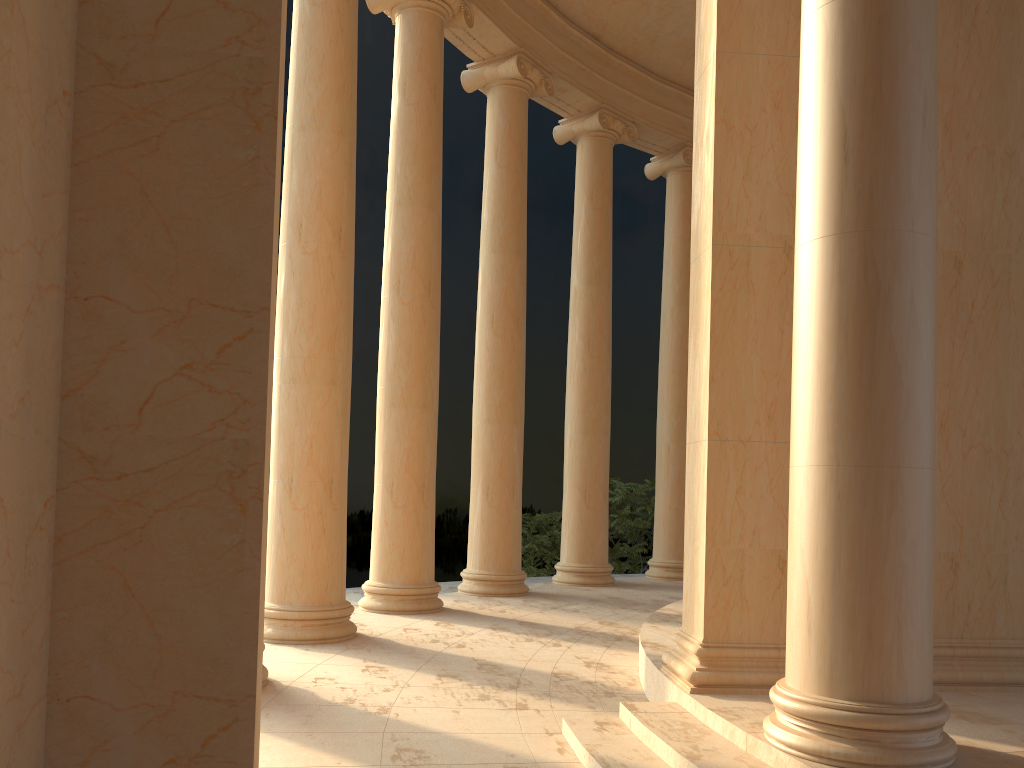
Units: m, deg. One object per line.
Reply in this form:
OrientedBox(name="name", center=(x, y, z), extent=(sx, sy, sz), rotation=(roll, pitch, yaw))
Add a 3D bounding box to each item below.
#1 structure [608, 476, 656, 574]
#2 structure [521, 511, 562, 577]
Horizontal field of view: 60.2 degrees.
OrientedBox(name="structure", center=(224.426, 314.669, 1608.044), extent=(247.169, 298.527, 238.564), rotation=(2, -4, -2))
OrientedBox(name="structure", center=(35.798, 311.677, 1521.086), extent=(149.177, 187.721, 156.332), rotation=(1, -4, 8))
